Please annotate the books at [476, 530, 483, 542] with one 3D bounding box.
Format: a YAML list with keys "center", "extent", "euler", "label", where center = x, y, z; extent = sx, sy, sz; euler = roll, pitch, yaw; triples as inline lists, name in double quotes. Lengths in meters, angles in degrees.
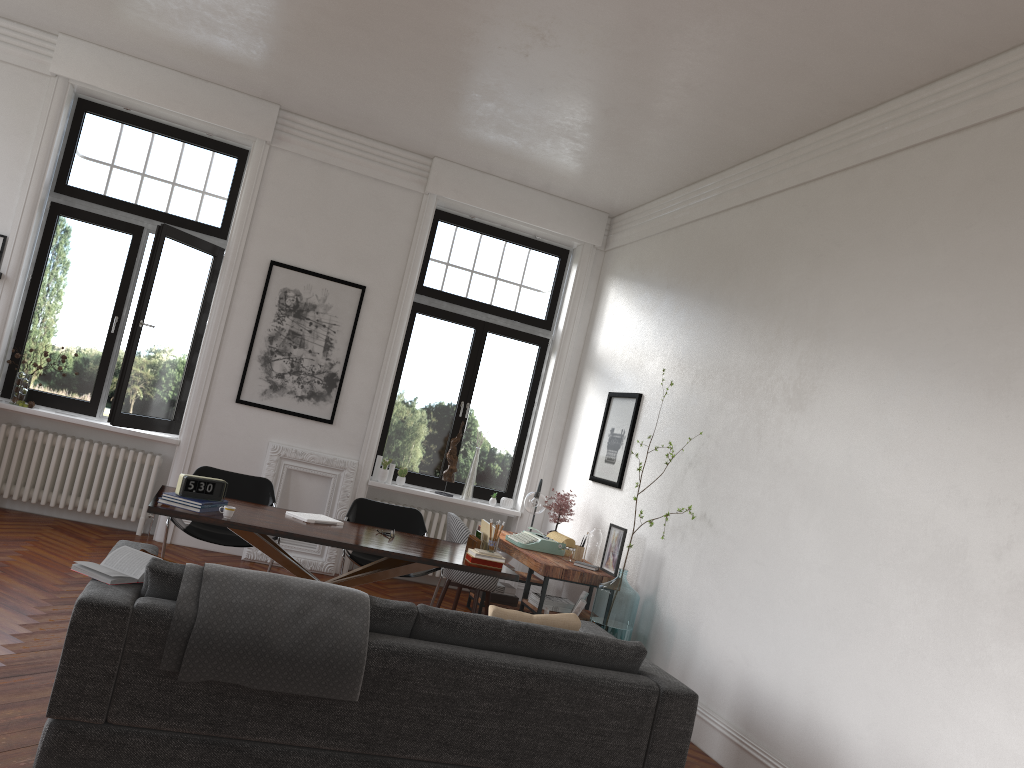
- center: [-0.227, 1.087, 6.065]
  extent: [0.041, 0.157, 0.128]
  euler: [14, -3, -17]
  label: "books"

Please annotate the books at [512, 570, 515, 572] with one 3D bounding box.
- center: [-0.101, 1.648, 7.973]
  extent: [0.209, 0.023, 0.251]
  euler: [14, -4, -18]
  label: "books"

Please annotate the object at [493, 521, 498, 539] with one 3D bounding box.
- center: [-0.114, 0.982, 5.745]
  extent: [0.008, 0.193, 0.049]
  euler: [13, -3, 7]
  label: "object"

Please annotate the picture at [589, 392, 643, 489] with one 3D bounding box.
- center: [0.895, 0.473, 7.676]
  extent: [0.050, 0.815, 0.633]
  euler: [14, -3, -17]
  label: "picture"

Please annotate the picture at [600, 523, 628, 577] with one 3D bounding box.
- center: [0.780, 1.274, 6.816]
  extent: [0.023, 0.369, 0.282]
  euler: [14, -3, -17]
  label: "picture"

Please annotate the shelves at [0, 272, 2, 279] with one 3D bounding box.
- center: [-4.909, -1.072, 7.056]
  extent: [1.517, 0.055, 0.158]
  euler: [14, -4, -17]
  label: "shelves"

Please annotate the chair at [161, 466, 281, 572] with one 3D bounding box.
- center: [-2.052, 1.082, 6.264]
  extent: [0.753, 0.872, 0.745]
  euler: [14, -3, -17]
  label: "chair"

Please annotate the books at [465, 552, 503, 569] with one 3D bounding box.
- center: [-0.179, 1.138, 5.710]
  extent: [0.216, 0.040, 0.159]
  euler: [14, -4, -15]
  label: "books"

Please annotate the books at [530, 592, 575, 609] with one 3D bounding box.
- center: [0.316, 1.639, 6.693]
  extent: [0.309, 0.038, 0.225]
  euler: [14, -4, -17]
  label: "books"

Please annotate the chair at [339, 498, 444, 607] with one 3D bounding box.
- center: [-0.962, 1.362, 6.613]
  extent: [0.753, 0.872, 0.745]
  euler: [14, -3, -17]
  label: "chair"

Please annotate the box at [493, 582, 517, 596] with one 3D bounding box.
- center: [-0.120, 1.836, 7.997]
  extent: [0.256, 0.066, 0.238]
  euler: [14, -4, -17]
  label: "box"

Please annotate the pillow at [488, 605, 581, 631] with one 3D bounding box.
- center: [0.055, 1.278, 4.230]
  extent: [0.487, 0.460, 0.225]
  euler: [14, -3, -17]
  label: "pillow"

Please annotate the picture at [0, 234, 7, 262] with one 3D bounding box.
- center: [-4.355, -1.113, 7.300]
  extent: [0.290, 0.303, 0.020]
  euler: [14, -3, -17]
  label: "picture"

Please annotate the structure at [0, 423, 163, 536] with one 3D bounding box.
- center: [-3.844, 0.863, 7.778]
  extent: [1.455, 0.777, 0.225]
  euler: [14, -3, -17]
  label: "structure"

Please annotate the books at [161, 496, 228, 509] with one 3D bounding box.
- center: [-1.877, 0.695, 5.257]
  extent: [0.250, 0.017, 0.345]
  euler: [13, -4, 8]
  label: "books"

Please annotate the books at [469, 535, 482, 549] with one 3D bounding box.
- center: [-0.261, 1.098, 6.010]
  extent: [0.029, 0.124, 0.221]
  euler: [14, -4, -17]
  label: "books"

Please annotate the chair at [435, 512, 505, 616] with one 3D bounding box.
- center: [-0.352, 1.537, 7.194]
  extent: [0.548, 0.899, 0.715]
  euler: [15, -3, -24]
  label: "chair"

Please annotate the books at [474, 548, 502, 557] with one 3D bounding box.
- center: [-0.153, 1.091, 5.734]
  extent: [0.159, 0.008, 0.128]
  euler: [14, -4, -16]
  label: "books"

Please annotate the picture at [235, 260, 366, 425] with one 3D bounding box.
- center: [-1.918, -0.370, 8.097]
  extent: [0.884, 1.322, 0.035]
  euler: [14, -3, -17]
  label: "picture"

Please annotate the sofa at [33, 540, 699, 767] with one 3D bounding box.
- center: [-0.612, 1.350, 4.193]
  extent: [2.649, 0.828, 1.261]
  euler: [14, -4, -17]
  label: "sofa"

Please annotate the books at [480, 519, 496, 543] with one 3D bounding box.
- center: [-0.174, 1.064, 6.061]
  extent: [0.043, 0.239, 0.310]
  euler: [14, -3, -17]
  label: "books"

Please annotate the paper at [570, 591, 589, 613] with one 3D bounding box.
- center: [0.363, 1.794, 6.432]
  extent: [0.294, 0.625, 0.047]
  euler: [15, -3, -24]
  label: "paper"

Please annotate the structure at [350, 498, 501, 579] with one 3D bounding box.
- center: [-0.812, 1.642, 8.749]
  extent: [1.455, 0.777, 0.225]
  euler: [14, -3, -17]
  label: "structure"

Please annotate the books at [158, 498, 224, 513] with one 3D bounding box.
- center: [-1.893, 0.714, 5.266]
  extent: [0.264, 0.027, 0.348]
  euler: [13, -4, 8]
  label: "books"

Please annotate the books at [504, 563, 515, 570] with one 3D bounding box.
- center: [-0.096, 1.627, 7.977]
  extent: [0.191, 0.022, 0.239]
  euler: [14, -4, -18]
  label: "books"

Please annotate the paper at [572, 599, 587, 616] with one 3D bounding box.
- center: [0.343, 1.775, 6.231]
  extent: [0.047, 0.609, 0.329]
  euler: [15, -3, -37]
  label: "paper"

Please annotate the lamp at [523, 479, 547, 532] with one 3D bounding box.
- center: [0.204, 1.128, 8.032]
  extent: [0.207, 0.549, 0.442]
  euler: [13, -3, 6]
  label: "lamp"

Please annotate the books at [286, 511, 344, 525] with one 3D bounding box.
- center: [-1.312, 0.898, 5.910]
  extent: [0.230, 0.026, 0.326]
  euler: [10, -5, 38]
  label: "books"

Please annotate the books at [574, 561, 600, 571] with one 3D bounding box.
- center: [0.560, 1.399, 6.848]
  extent: [0.213, 0.031, 0.129]
  euler: [12, -4, 20]
  label: "books"

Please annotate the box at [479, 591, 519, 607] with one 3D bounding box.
- center: [-0.136, 1.910, 7.990]
  extent: [0.318, 0.082, 0.296]
  euler: [14, -4, -17]
  label: "box"

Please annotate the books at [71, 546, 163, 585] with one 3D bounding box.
- center: [-1.604, 0.739, 3.635]
  extent: [0.224, 0.096, 0.279]
  euler: [12, -4, 25]
  label: "books"

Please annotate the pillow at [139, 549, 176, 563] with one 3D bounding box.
- center: [-1.416, 0.936, 3.859]
  extent: [0.469, 0.396, 0.331]
  euler: [12, -3, 20]
  label: "pillow"

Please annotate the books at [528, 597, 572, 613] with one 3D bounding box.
- center: [0.302, 1.671, 6.682]
  extent: [0.309, 0.038, 0.225]
  euler: [14, -4, -18]
  label: "books"

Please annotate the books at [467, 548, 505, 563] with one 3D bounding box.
- center: [-0.165, 1.107, 5.719]
  extent: [0.208, 0.028, 0.164]
  euler: [15, -4, -19]
  label: "books"

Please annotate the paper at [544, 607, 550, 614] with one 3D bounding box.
- center: [0.218, 1.828, 6.309]
  extent: [0.073, 0.478, 0.033]
  euler: [12, -3, 20]
  label: "paper"

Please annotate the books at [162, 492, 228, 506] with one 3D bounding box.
- center: [-1.873, 0.678, 5.258]
  extent: [0.250, 0.017, 0.345]
  euler: [13, -4, 8]
  label: "books"
